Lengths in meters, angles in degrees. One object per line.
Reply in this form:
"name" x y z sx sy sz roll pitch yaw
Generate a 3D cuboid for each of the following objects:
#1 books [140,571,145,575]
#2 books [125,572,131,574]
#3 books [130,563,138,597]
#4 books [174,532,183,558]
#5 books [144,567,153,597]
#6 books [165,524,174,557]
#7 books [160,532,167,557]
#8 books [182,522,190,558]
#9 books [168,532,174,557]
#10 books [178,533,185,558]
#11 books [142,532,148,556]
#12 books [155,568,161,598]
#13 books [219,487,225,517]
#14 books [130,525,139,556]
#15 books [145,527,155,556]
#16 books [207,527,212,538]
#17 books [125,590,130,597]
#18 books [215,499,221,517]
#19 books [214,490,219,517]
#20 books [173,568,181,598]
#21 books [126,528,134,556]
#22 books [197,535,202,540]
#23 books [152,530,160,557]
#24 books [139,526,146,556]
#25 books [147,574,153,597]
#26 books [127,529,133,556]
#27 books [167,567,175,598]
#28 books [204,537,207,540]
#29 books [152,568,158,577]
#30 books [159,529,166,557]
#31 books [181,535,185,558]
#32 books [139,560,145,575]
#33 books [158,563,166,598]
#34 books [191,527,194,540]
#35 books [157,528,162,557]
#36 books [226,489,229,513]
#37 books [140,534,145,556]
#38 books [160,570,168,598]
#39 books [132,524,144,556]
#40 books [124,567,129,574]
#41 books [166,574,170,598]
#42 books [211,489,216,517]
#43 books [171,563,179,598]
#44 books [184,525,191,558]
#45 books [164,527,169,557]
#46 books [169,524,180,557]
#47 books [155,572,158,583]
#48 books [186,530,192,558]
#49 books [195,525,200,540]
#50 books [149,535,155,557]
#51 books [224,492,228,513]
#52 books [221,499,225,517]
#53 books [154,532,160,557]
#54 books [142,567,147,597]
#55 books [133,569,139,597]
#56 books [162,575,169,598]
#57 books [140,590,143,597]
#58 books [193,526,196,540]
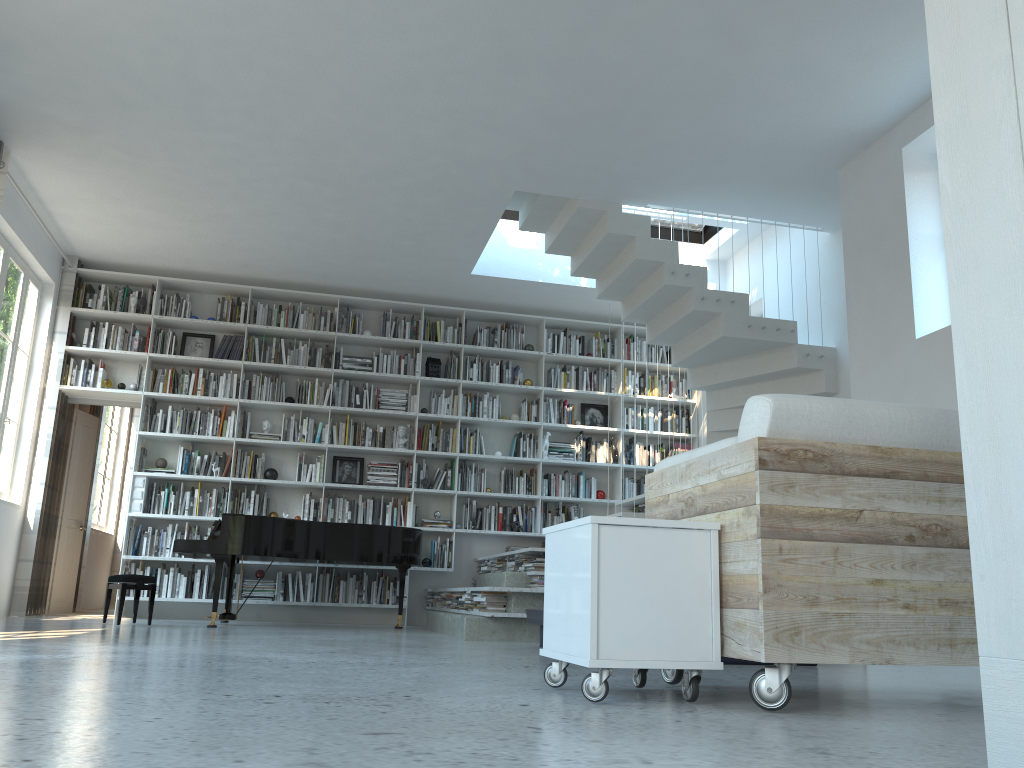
"books" -3.317 1.791 7.939 0.022 0.225 0.155 5 -14 -12
"books" -3.440 1.788 7.924 0.023 0.215 0.159 5 -14 -12
"books" -3.382 1.753 7.933 0.045 0.293 0.181 5 -14 -12
"books" -3.042 1.471 8.092 0.031 0.238 0.132 5 -14 -12
"books" -3.259 1.775 7.950 0.023 0.265 0.177 5 -14 -12
"books" -3.118 1.434 8.078 0.027 0.299 0.142 5 -13 -12
"books" -3.155 1.462 8.050 0.028 0.228 0.158 5 -14 -12
"books" -2.973 1.429 8.091 0.014 0.324 0.171 5 -14 -12
"books" -3.100 1.469 8.077 0.012 0.232 0.149 5 -14 -12
"books" -3.013 1.480 8.092 0.028 0.224 0.134 5 -14 -12
"books" -3.301 1.452 8.008 0.022 0.220 0.188 5 -14 -12
"books" -3.174 1.791 7.983 0.027 0.256 0.160 5 -14 -12
"books" -2.689 1.109 8.231 0.014 0.285 0.180 5 -14 -12
"books" -3.399 1.414 7.986 0.011 0.276 0.189 5 -14 -12
"books" -3.277 1.433 8.025 0.029 0.265 0.172 5 -14 -12
"books" -2.788 1.469 8.152 0.025 0.287 0.131 5 -13 -12
"books" -3.409 1.797 7.901 0.029 0.190 0.177 5 -14 -12
"books" -2.722 1.162 8.232 0.041 0.181 0.142 5 -14 -12
"books" -2.746 1.122 8.235 0.013 0.259 0.143 5 -14 -12
"books" -3.025 1.795 8.002 0.025 0.265 0.160 5 -14 -12
"books" -3.445 1.429 8.003 0.012 0.253 0.161 5 -14 -12
"books" -2.857 1.496 8.119 0.059 0.215 0.177 5 -14 -12
"books" -3.233 1.452 8.058 0.022 0.247 0.134 5 -14 -12
"books" -3.345 1.427 8.026 0.010 0.273 0.150 5 -14 -12
"books" -3.242 1.810 7.963 0.022 0.205 0.159 5 -14 -12
"books" -3.422 1.435 7.992 0.029 0.238 0.154 5 -14 -12
"books" -3.065 1.792 7.993 0.031 0.265 0.187 5 -14 -12
"books" -2.818 1.510 8.144 0.030 0.202 0.142 5 -14 -12
"books" -3.221 1.790 7.977 0.022 0.251 0.140 5 -14 -12
"books" -3.170 1.447 8.036 0.010 0.252 0.178 5 -14 -12
"books" -2.993 1.489 8.095 0.013 0.208 0.155 5 -14 -12
"books" -3.332 1.746 7.951 0.011 0.317 0.158 5 -13 -12
"books" -3.151 1.768 7.978 0.013 0.299 0.184 5 -14 -12
"books" -2.928 1.460 8.126 0.013 0.283 0.139 5 -13 -12
"books" -3.182 1.445 8.039 0.013 0.256 0.190 5 -14 -12
"books" -2.644 1.123 8.269 0.024 0.279 0.136 5 -13 -12
"books" -3.329 1.466 8.022 0.024 0.197 0.148 5 -14 -12
"books" -3.139 1.800 7.995 0.022 0.246 0.135 5 -14 -12
"books" -3.370 1.416 8.001 0.052 0.283 0.172 5 -14 -12
"books" -3.456 1.768 7.924 0.012 0.253 0.161 5 -14 -12
"books" -3.094 1.823 8.007 0.014 0.210 0.146 5 -14 -12
"books" -2.758 1.114 8.214 0.021 0.265 0.186 5 -14 -12
"books" -3.047 1.779 8.020 0.014 0.303 0.140 5 -13 -12
"books" -2.963 1.446 8.098 0.012 0.294 0.176 5 -14 -12
"books" -3.139 1.447 8.078 0.013 0.273 0.146 5 -14 -12
"books" -3.070 1.430 8.072 0.039 0.306 0.172 5 -14 -12
"books" -3.197 1.805 7.968 0.022 0.220 0.163 5 -14 -12
"books" -2.949 1.472 8.115 0.029 0.254 0.153 5 -14 -12
"books" -2.890 1.451 8.119 0.013 0.300 0.173 5 -14 -12
"books" -3.256 1.473 8.044 0.025 0.199 0.137 5 -14 -12
"books" -2.656 1.136 8.240 0.010 0.239 0.175 5 -14 -12
"books" -2.679 1.166 8.255 0.023 0.186 0.130 5 -14 -12
"books" -3.202 1.459 8.028 0.028 0.222 0.189 5 -14 -12
"books" -3.275 1.774 7.940 0.013 0.261 0.174 5 -14 -12
"books" -3.351 1.780 7.942 0.024 0.246 0.143 5 -14 -12
"books" -3.108 1.819 7.972 0.030 0.201 0.168 5 -14 -12
"books" -3.298 1.814 7.946 0.022 0.185 0.145 5 -14 -12
"books" -2.908 1.456 8.119 0.022 0.290 0.138 5 -13 -12
